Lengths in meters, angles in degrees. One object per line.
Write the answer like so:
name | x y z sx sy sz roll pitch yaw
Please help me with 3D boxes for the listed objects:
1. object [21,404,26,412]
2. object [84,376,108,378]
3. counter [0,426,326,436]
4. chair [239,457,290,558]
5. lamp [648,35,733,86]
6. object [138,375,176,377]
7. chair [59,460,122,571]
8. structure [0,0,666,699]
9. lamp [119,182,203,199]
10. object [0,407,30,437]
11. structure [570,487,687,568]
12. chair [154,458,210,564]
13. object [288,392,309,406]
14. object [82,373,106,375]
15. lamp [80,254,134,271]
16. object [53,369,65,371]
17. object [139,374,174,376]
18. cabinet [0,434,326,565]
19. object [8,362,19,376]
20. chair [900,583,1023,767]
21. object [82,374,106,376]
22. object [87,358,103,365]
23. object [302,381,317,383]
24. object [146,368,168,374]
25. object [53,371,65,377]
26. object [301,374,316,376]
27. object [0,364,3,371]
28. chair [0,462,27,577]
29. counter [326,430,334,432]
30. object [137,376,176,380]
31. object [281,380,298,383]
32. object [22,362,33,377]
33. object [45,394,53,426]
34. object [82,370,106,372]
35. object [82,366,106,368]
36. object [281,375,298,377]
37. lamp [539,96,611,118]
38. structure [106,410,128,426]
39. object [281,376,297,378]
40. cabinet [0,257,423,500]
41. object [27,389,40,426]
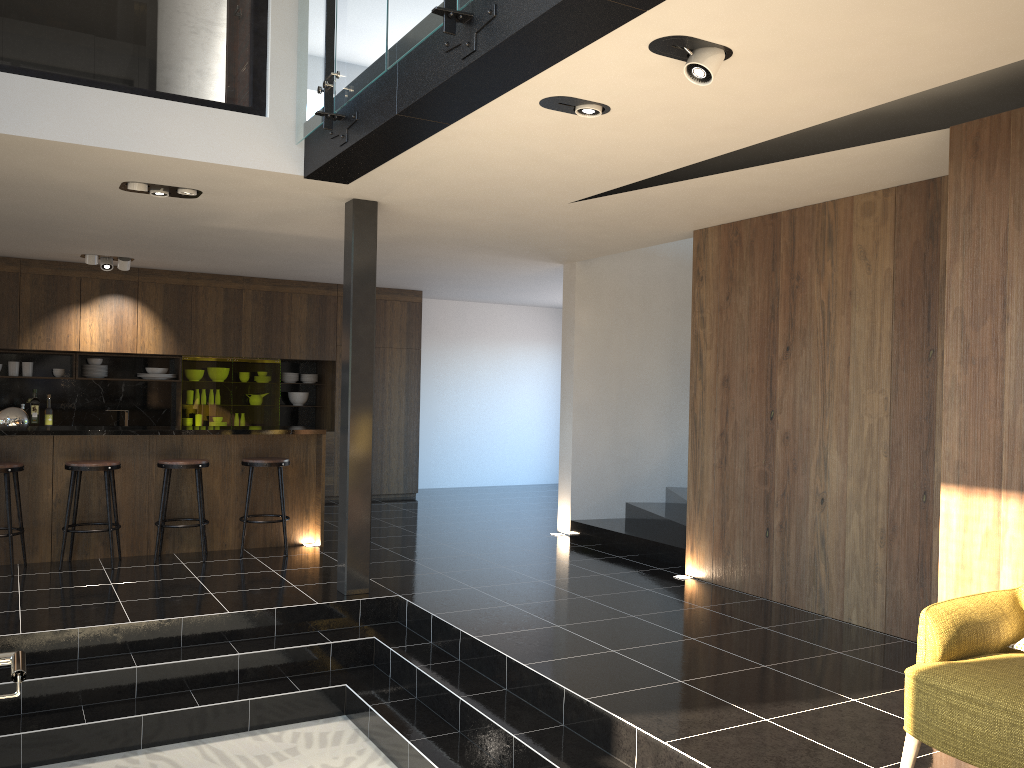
object | -5.480 0.363 9.929 0.058 0.287 0.057 1 0 -17
object | -4.834 -0.080 10.275 0.269 0.024 0.269 1 0 9
counter | -3.365 0.380 7.248 3.574 0.041 0.698 2 -1 -29
chair | -2.082 1.029 7.474 0.412 0.799 0.412 1 0 -20
lamp | 0.665 -1.252 3.295 0.346 0.247 0.195 1 0 -29
object | -4.220 -0.083 10.544 0.438 0.039 0.438 1 0 7
chair | -3.231 0.999 6.824 0.412 0.799 0.412 1 0 -20
structure | -0.502 -0.067 1.651 3.448 4.868 7.278 1 0 -30
lamp | -2.329 -1.342 5.889 0.501 0.194 0.349 1 0 -29
object | -3.816 0.289 6.779 0.227 0.228 0.227 1 0 21
structure | 3.097 0.028 6.303 1.964 3.018 6.661 1 0 -29
chair | -2.656 1.014 7.149 0.412 0.799 0.412 1 0 -20
object | -2.742 0.193 11.383 0.264 0.170 0.264 1 0 35
object | -4.833 -0.107 10.275 0.269 0.024 0.269 1 0 9
lamp | -4.177 -1.314 9.155 0.501 0.280 0.349 1 0 -30
object | -5.125 -0.135 10.029 0.122 0.072 0.122 1 0 -4
object | -4.220 -0.097 10.544 0.438 0.039 0.438 1 0 7
cabinet | -3.374 0.899 7.252 3.564 0.994 0.698 1 0 -29
object | -5.501 -0.165 9.789 0.109 0.161 0.109 1 0 43
chair | 1.908 0.930 3.033 1.031 1.097 0.807 1 0 -31
object | -4.834 -0.096 10.275 0.269 0.024 0.269 1 0 9
object | -4.833 -0.250 10.272 0.168 0.087 0.168 1 0 -10
object | -2.616 -0.025 11.439 0.220 0.033 0.220 1 -1 44
object | -4.222 -0.145 10.544 0.254 0.088 0.254 1 0 -4
object | -5.125 -0.110 10.029 0.122 0.072 0.122 1 0 -4
object | -2.614 -0.106 11.439 0.220 0.033 0.220 1 -1 44
object | -5.707 -0.152 9.700 0.234 0.138 0.234 1 0 -10
chair | -3.805 0.984 6.499 0.412 0.799 0.412 1 0 -20
counter | -4.418 0.535 10.259 4.592 0.005 0.862 2 -1 -29
object | -4.220 -0.070 10.544 0.438 0.039 0.438 1 0 7
object | -2.837 -0.031 11.314 0.220 0.033 0.220 1 0 -20
object | -5.384 -0.162 9.855 0.109 0.161 0.109 1 0 -17
object | -5.259 0.315 10.066 0.077 0.395 0.077 1 0 13
object | -4.833 -0.142 10.275 0.269 0.024 0.269 1 0 9
object | -4.832 -0.190 10.275 0.269 0.024 0.269 1 0 9
object | -2.836 -0.089 11.314 0.220 0.033 0.220 1 0 -20
lamp | 0.284 -1.300 3.970 0.346 0.158 0.195 1 0 -29
structure | -4.474 0.415 10.063 0.243 0.231 0.173 1 0 -30
object | -2.836 -0.079 11.314 0.220 0.033 0.220 1 0 -20
cabinet | -4.408 0.049 10.250 6.893 2.690 0.869 1 0 -29
object | -5.393 0.284 9.981 0.133 0.451 0.116 1 0 -29
